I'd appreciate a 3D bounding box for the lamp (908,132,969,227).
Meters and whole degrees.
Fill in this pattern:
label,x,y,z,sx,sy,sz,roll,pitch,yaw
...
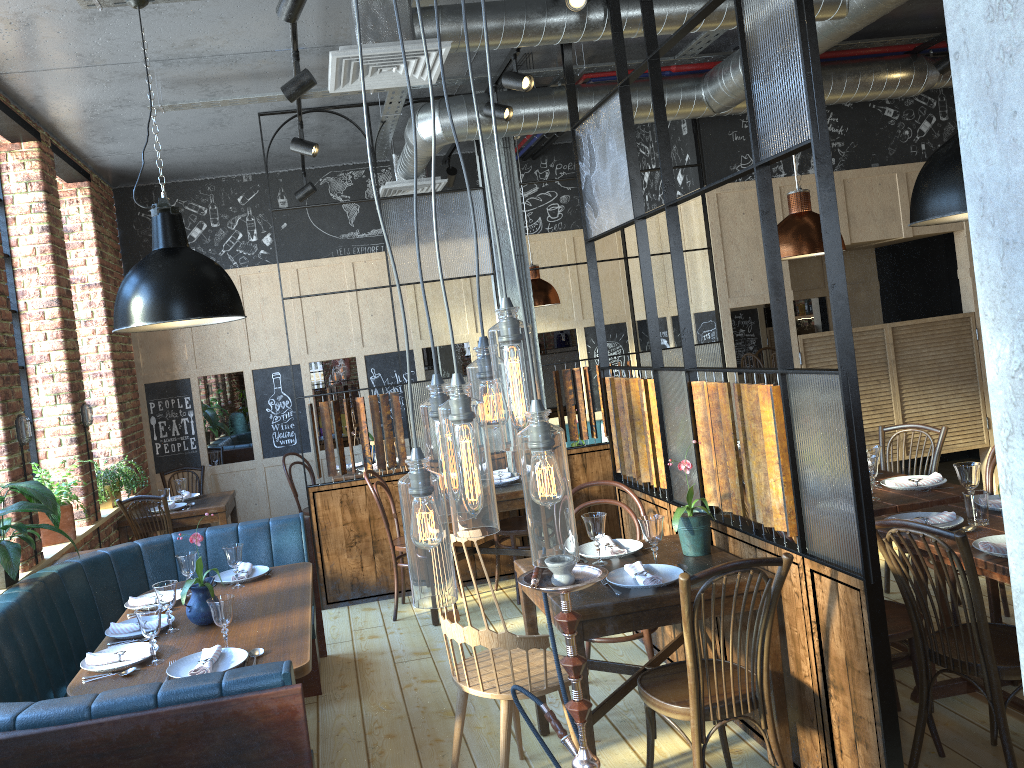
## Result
label,x,y,z,sx,sy,sz,roll,pitch,yaw
lamp,1.621,-1.263,3.115,0.532,1.325,0.526,-7,1,3

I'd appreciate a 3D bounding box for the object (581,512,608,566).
label,x,y,z,sx,sy,sz,roll,pitch,yaw
object,0.329,0.602,3.417,0.103,0.191,0.094,-6,2,37

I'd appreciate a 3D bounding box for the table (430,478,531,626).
label,x,y,z,sx,sy,sz,roll,pitch,yaw
table,-0.240,1.022,5.612,0.741,0.726,0.761,-8,2,-10

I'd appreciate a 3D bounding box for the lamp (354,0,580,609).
label,x,y,z,sx,sy,sz,roll,pitch,yaw
lamp,-0.036,-0.707,1.515,0.515,2.118,0.282,-7,1,16

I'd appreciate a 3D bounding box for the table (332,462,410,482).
label,x,y,z,sx,sy,sz,roll,pitch,yaw
table,-1.074,1.040,7.288,0.741,0.726,0.761,-8,2,-10

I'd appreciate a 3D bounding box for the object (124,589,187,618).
label,x,y,z,sx,sy,sz,roll,pitch,yaw
object,-1.588,0.959,3.920,0.267,0.051,0.328,-8,3,-7

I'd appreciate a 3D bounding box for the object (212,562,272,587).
label,x,y,z,sx,sy,sz,roll,pitch,yaw
object,-1.314,0.908,4.218,0.322,0.051,0.272,-8,3,-6

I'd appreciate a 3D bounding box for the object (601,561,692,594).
label,x,y,z,sx,sy,sz,roll,pitch,yaw
object,0.485,0.669,3.113,0.322,0.051,0.272,-8,3,-6

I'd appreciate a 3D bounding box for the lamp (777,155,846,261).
label,x,y,z,sx,sy,sz,roll,pitch,yaw
lamp,1.358,-1.288,4.314,0.352,1.334,0.384,-8,1,-37

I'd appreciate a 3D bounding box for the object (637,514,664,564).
label,x,y,z,sx,sy,sz,roll,pitch,yaw
object,0.522,0.586,3.246,0.094,0.191,0.102,-8,2,-35

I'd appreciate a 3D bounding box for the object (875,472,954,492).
label,x,y,z,sx,sy,sz,roll,pitch,yaw
object,1.841,0.445,4.067,0.267,0.051,0.328,-8,3,-7

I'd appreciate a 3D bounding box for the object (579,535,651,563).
label,x,y,z,sx,sy,sz,roll,pitch,yaw
object,0.375,0.660,3.554,0.322,0.051,0.272,-8,3,-6

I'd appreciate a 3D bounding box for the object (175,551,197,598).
label,x,y,z,sx,sy,sz,roll,pitch,yaw
object,-1.469,0.867,4.005,0.101,0.191,0.095,-7,1,20

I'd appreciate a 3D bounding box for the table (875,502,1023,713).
label,x,y,z,sx,sy,sz,roll,pitch,yaw
table,1.882,0.880,3.130,0.718,0.727,1.046,-8,2,-11

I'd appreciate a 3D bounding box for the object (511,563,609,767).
label,x,y,z,sx,sy,sz,roll,pitch,yaw
object,0.119,0.682,1.718,0.165,0.703,0.267,-8,1,-19

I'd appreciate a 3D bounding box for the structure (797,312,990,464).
label,x,y,z,sx,sy,sz,roll,pitch,yaw
structure,4.115,-0.019,4.523,1.216,0.993,5.218,-9,3,-36

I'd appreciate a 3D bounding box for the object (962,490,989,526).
label,x,y,z,sx,sy,sz,roll,pitch,yaw
object,1.736,0.463,3.291,0.081,0.119,0.087,-8,2,-27

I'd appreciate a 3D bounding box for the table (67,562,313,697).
label,x,y,z,sx,sy,sz,roll,pitch,yaw
table,-1.188,1.283,3.593,0.811,0.660,1.563,-8,3,-11

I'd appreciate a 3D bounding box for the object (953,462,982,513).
label,x,y,z,sx,sy,sz,roll,pitch,yaw
object,1.805,0.410,3.473,0.100,0.191,0.097,-7,1,11

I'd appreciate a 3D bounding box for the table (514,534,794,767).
label,x,y,z,sx,sy,sz,roll,pitch,yaw
table,0.496,1.048,3.327,0.741,0.726,0.761,-8,2,-10

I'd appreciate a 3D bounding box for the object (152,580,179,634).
label,x,y,z,sx,sy,sz,roll,pitch,yaw
object,-1.356,0.881,3.474,0.101,0.191,0.095,-7,1,20

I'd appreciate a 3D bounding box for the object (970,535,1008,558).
label,x,y,z,sx,sy,sz,roll,pitch,yaw
object,1.679,0.528,2.889,0.267,0.051,0.328,-8,3,-7

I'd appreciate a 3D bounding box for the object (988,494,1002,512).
label,x,y,z,sx,sy,sz,roll,pitch,yaw
object,1.971,0.459,3.489,0.267,0.051,0.328,-8,3,-7

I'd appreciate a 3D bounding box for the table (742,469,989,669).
label,x,y,z,sx,sy,sz,roll,pitch,yaw
table,1.633,0.852,4.253,0.718,0.727,1.046,-8,2,-11

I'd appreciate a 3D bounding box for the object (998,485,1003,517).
label,x,y,z,sx,sy,sz,roll,pitch,yaw
object,1.807,0.308,3.136,0.138,0.431,0.215,-7,1,8

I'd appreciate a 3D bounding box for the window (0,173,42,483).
label,x,y,z,sx,sy,sz,roll,pitch,yaw
window,-1.374,-0.315,2.306,3.284,2.427,8.934,-9,4,-44

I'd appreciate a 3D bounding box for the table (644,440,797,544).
label,x,y,z,sx,sy,sz,roll,pitch,yaw
table,1.345,0.807,5.820,0.741,0.726,0.761,-8,2,-10

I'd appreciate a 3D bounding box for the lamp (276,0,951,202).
label,x,y,z,sx,sy,sz,roll,pitch,yaw
lamp,2.049,-1.896,4.046,6.181,0.273,7.334,-8,3,-10

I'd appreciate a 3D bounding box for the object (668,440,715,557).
label,x,y,z,sx,sy,sz,roll,pitch,yaw
object,0.681,0.441,3.374,0.144,0.426,0.201,-7,1,23

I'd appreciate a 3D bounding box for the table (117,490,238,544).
label,x,y,z,sx,sy,sz,roll,pitch,yaw
table,-2.418,1.252,6.536,0.741,0.726,0.761,-8,2,-10

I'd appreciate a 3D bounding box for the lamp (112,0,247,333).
label,x,y,z,sx,sy,sz,roll,pitch,yaw
lamp,-1.421,-0.895,3.555,0.537,1.325,0.522,-7,1,8

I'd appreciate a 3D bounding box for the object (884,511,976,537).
label,x,y,z,sx,sy,sz,roll,pitch,yaw
object,1.570,0.518,3.343,0.267,0.051,0.328,-8,3,-7

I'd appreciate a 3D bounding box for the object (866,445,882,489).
label,x,y,z,sx,sy,sz,roll,pitch,yaw
object,1.690,0.390,4.131,0.103,0.191,0.094,-6,2,37

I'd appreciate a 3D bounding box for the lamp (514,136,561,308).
label,x,y,z,sx,sy,sz,roll,pitch,yaw
lamp,0.111,-1.260,6.819,0.352,1.334,0.384,-8,1,-37

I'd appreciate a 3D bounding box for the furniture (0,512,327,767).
label,x,y,z,sx,sy,sz,roll,pitch,yaw
furniture,-1.464,1.238,3.567,1.346,0.821,2.652,-8,3,-11

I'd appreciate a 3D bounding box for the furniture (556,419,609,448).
label,x,y,z,sx,sy,sz,roll,pitch,yaw
furniture,0.658,0.775,7.162,1.472,0.821,1.464,-8,3,-10

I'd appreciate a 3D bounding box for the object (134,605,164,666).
label,x,y,z,sx,sy,sz,roll,pitch,yaw
object,-1.271,0.889,3.109,0.101,0.191,0.095,-7,1,20

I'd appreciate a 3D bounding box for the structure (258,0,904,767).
label,x,y,z,sx,sy,sz,roll,pitch,yaw
structure,2.549,-0.579,4.403,5.826,3.323,6.057,-9,3,-26

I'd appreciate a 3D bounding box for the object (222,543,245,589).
label,x,y,z,sx,sy,sz,roll,pitch,yaw
object,-1.274,0.840,4.058,0.101,0.191,0.095,-7,1,20

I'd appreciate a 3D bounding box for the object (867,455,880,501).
label,x,y,z,sx,sy,sz,roll,pitch,yaw
object,1.583,0.416,3.897,0.100,0.191,0.097,-7,1,11

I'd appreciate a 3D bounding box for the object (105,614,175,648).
label,x,y,z,sx,sy,sz,roll,pitch,yaw
object,-1.490,0.967,3.522,0.267,0.051,0.328,-8,3,-7
